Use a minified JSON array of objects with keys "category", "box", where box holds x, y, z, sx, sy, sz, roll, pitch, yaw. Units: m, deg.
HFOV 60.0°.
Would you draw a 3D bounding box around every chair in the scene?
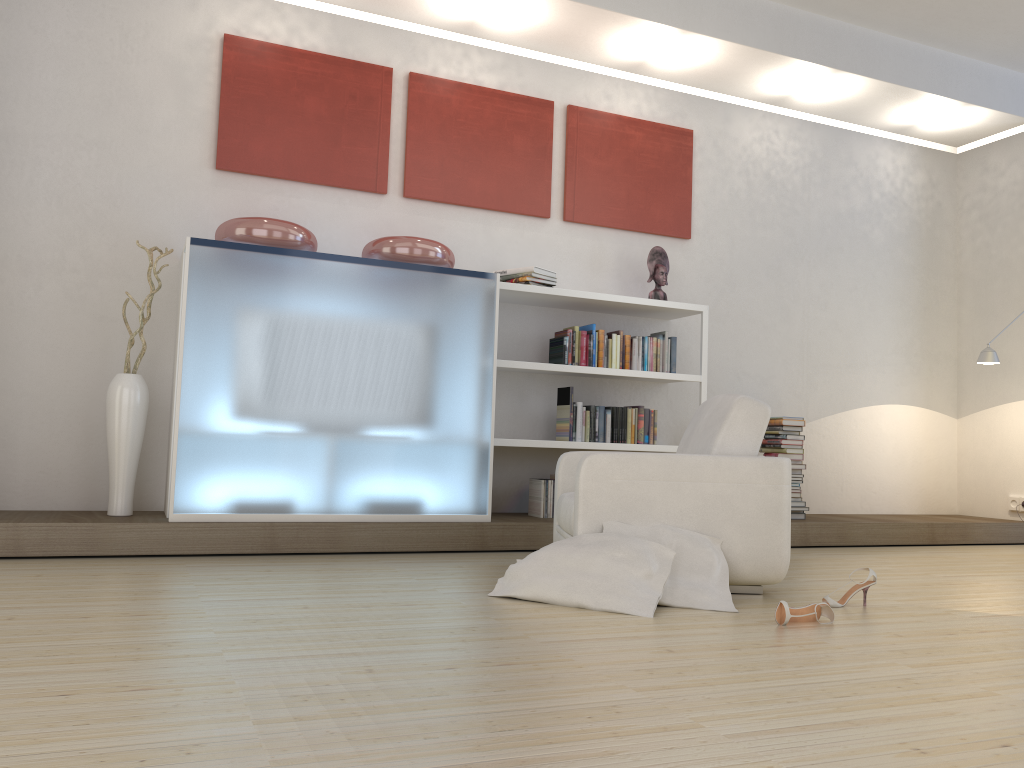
[{"category":"chair","box":[0.697,0.450,4.074,0.941,0.828,0.919,2,-4,-3]}]

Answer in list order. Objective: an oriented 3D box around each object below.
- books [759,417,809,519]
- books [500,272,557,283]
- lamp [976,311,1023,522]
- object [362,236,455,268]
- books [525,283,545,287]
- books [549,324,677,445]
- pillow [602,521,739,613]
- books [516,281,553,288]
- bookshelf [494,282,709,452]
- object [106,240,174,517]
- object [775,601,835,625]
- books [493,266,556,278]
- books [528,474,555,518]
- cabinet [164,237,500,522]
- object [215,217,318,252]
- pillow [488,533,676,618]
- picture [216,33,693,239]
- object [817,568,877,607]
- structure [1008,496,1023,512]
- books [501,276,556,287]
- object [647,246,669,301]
[{"category":"books","box":[1.891,0.580,6.164,0.270,0.694,0.329,4,-4,-23]},{"category":"books","box":[0.080,-0.656,5.578,0.328,0.027,0.247,-2,-6,42]},{"category":"lamp","box":[3.740,0.221,6.566,0.891,1.841,0.204,4,-5,-27]},{"category":"object","box":[-0.602,-0.735,5.166,0.534,0.206,0.546,1,-4,13]},{"category":"books","box":[0.078,-0.589,5.573,0.328,0.018,0.247,-2,-6,42]},{"category":"books","box":[0.653,0.009,5.689,0.831,0.743,0.215,4,-4,-23]},{"category":"pillow","box":[0.549,0.702,3.462,0.615,0.315,0.312,2,-4,4]},{"category":"books","box":[0.074,-0.607,5.578,0.287,0.018,0.247,-1,-5,40]},{"category":"bookshelf","box":[0.446,0.142,5.689,1.599,1.396,0.465,4,-4,-23]},{"category":"object","box":[-1.930,-0.037,4.562,0.277,1.422,0.250,4,-4,-20]},{"category":"object","box":[1.004,0.804,3.139,0.287,0.091,0.121,4,-5,-24]},{"category":"books","box":[0.082,-0.688,5.580,0.319,0.038,0.247,-1,-5,38]},{"category":"books","box":[0.662,0.707,5.634,1.125,0.281,0.274,3,-4,-16]},{"category":"cabinet","box":[-0.995,0.038,4.954,1.670,1.396,0.689,4,-4,-23]},{"category":"object","box":[-1.341,-0.784,4.855,0.546,0.206,0.534,5,-5,-36]},{"category":"pillow","box":[0.260,0.722,3.423,0.712,0.287,0.299,0,-5,29]},{"category":"picture","box":[-0.197,-1.528,5.728,3.227,0.794,0.030,4,-4,-23]},{"category":"object","box":[1.329,0.807,3.533,0.265,0.149,0.089,3,-4,-10]},{"category":"structure","box":[3.862,0.912,6.735,0.028,0.114,0.206,4,-4,-23]},{"category":"books","box":[0.092,-0.629,5.561,0.247,0.025,0.287,5,-5,-39]},{"category":"object","box":[0.984,-0.726,5.952,0.133,0.409,0.138,0,-4,23]}]
